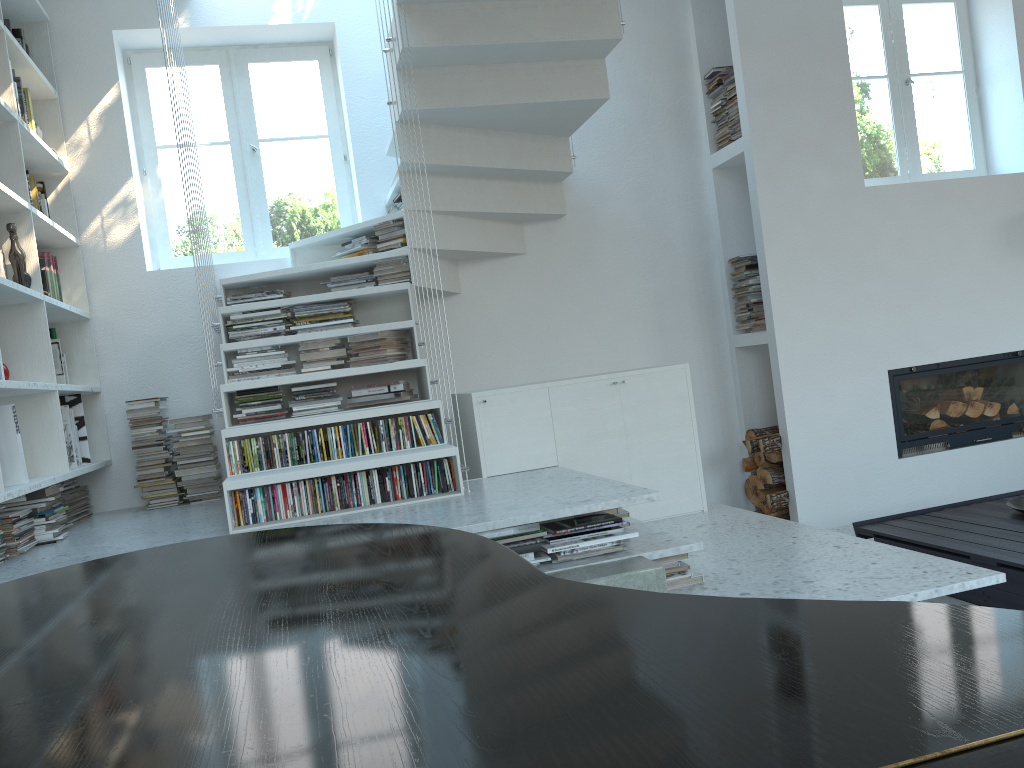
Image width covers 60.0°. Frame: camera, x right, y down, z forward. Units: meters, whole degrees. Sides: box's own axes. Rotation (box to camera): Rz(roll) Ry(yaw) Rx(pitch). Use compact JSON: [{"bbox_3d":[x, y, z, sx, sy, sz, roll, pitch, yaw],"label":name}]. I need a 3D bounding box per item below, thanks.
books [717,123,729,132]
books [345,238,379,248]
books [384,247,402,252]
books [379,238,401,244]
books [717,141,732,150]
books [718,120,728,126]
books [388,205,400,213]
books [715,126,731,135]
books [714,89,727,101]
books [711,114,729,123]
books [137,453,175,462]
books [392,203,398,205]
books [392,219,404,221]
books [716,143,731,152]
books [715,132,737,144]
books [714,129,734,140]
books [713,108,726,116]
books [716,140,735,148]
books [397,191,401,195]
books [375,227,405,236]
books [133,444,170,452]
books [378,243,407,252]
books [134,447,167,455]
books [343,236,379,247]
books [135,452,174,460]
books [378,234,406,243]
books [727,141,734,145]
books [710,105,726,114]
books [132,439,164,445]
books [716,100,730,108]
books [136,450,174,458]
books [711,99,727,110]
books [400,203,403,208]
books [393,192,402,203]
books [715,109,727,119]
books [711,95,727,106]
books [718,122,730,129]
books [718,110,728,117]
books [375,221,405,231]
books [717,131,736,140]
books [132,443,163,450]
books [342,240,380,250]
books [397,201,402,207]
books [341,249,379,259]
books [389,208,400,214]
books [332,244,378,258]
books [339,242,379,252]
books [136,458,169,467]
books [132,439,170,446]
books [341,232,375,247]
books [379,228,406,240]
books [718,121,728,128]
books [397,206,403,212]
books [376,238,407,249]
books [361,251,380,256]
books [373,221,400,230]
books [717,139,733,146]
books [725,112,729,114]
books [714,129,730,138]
[{"bbox_3d":[1.323,-1.485,5.123,0.245,0.016,0.137,-8,1,-17],"label":"books"},{"bbox_3d":[-0.729,-0.719,4.535,0.173,0.014,0.196,-8,1,-44],"label":"books"},{"bbox_3d":[-0.524,-0.656,4.374,0.140,0.013,0.180,-7,1,39],"label":"books"},{"bbox_3d":[-0.531,-0.699,4.374,0.133,0.009,0.209,-7,1,40],"label":"books"},{"bbox_3d":[1.339,-1.384,5.118,0.273,0.006,0.158,-8,1,-16],"label":"books"},{"bbox_3d":[1.320,-1.517,5.121,0.223,0.011,0.135,-8,1,-19],"label":"books"},{"bbox_3d":[-0.521,-0.939,4.736,0.264,0.019,0.170,-8,1,-15],"label":"books"},{"bbox_3d":[1.329,-1.469,5.112,0.264,0.019,0.170,-8,1,-15],"label":"books"},{"bbox_3d":[1.298,-1.677,5.126,0.220,0.018,0.154,-8,1,-10],"label":"books"},{"bbox_3d":[1.316,-1.541,5.121,0.297,0.007,0.147,-8,1,-13],"label":"books"},{"bbox_3d":[-1.750,0.361,4.357,0.161,0.010,0.224,-8,1,-18],"label":"books"},{"bbox_3d":[-0.526,-0.963,4.739,0.201,0.029,0.162,-8,1,-24],"label":"books"},{"bbox_3d":[-0.534,-0.794,4.364,0.160,0.014,0.226,-7,1,39],"label":"books"},{"bbox_3d":[1.342,-1.367,5.114,0.290,0.013,0.157,-8,1,-18],"label":"books"},{"bbox_3d":[1.336,-1.422,5.107,0.274,0.014,0.174,-8,1,-16],"label":"books"},{"bbox_3d":[1.331,-1.446,5.115,0.282,0.010,0.169,-8,1,-14],"label":"books"},{"bbox_3d":[1.315,-1.581,5.113,0.249,0.006,0.189,-8,1,-17],"label":"books"},{"bbox_3d":[1.337,-1.390,5.124,0.290,0.007,0.130,-8,1,-19],"label":"books"},{"bbox_3d":[-0.450,-0.963,4.479,0.253,0.015,0.159,-8,1,-18],"label":"books"},{"bbox_3d":[-0.542,-0.749,4.376,0.135,0.017,0.250,-7,1,36],"label":"books"},{"bbox_3d":[-1.769,0.313,4.352,0.151,0.007,0.184,-8,1,-14],"label":"books"},{"bbox_3d":[-0.526,-0.670,4.373,0.142,0.015,0.247,-7,1,34],"label":"books"},{"bbox_3d":[-1.773,0.324,4.351,0.134,0.014,0.187,-8,1,-16],"label":"books"},{"bbox_3d":[-0.724,-0.729,4.540,0.156,0.005,0.268,-8,1,-44],"label":"books"},{"bbox_3d":[-1.756,0.352,4.355,0.159,0.010,0.196,-8,1,-16],"label":"books"},{"bbox_3d":[-0.517,-0.710,4.362,0.163,0.010,0.256,-7,1,31],"label":"books"},{"bbox_3d":[1.343,-1.378,5.106,0.250,0.009,0.187,-8,1,-15],"label":"books"},{"bbox_3d":[1.306,-1.595,5.139,0.292,0.013,0.127,-8,1,-18],"label":"books"},{"bbox_3d":[-1.784,0.282,4.349,0.115,0.008,0.187,-8,1,-10],"label":"books"},{"bbox_3d":[1.309,-1.611,5.116,0.238,0.018,0.173,-8,1,-9],"label":"books"},{"bbox_3d":[-1.750,0.343,4.357,0.166,0.007,0.215,-8,1,-18],"label":"books"},{"bbox_3d":[1.301,-1.627,5.143,0.265,0.016,0.138,-8,1,-14],"label":"books"},{"bbox_3d":[-0.440,-0.914,4.472,0.220,0.014,0.162,-8,1,-24],"label":"books"},{"bbox_3d":[-0.447,-0.948,4.476,0.280,0.014,0.170,-8,1,-19],"label":"books"},{"bbox_3d":[1.313,-1.572,5.123,0.220,0.011,0.177,-8,1,-15],"label":"books"},{"bbox_3d":[1.303,-1.644,5.125,0.267,0.017,0.155,-8,1,-10],"label":"books"},{"bbox_3d":[1.322,-1.499,5.123,0.223,0.011,0.135,-8,1,-18],"label":"books"},{"bbox_3d":[1.318,-1.558,5.103,0.233,0.015,0.169,-8,1,-9],"label":"books"},{"bbox_3d":[-0.519,-0.767,4.357,0.175,0.012,0.283,-7,1,31],"label":"books"},{"bbox_3d":[1.332,-1.435,5.117,0.254,0.012,0.161,-8,1,-15],"label":"books"},{"bbox_3d":[-1.786,0.304,4.348,0.115,0.015,0.187,-8,1,-13],"label":"books"},{"bbox_3d":[-0.731,-0.705,4.531,0.175,0.012,0.265,-8,1,-42],"label":"books"},{"bbox_3d":[-0.454,-0.924,4.509,0.251,0.009,0.097,-8,1,-20],"label":"books"},{"bbox_3d":[-0.732,-0.662,4.526,0.216,0.008,0.184,-7,1,41],"label":"books"},{"bbox_3d":[-0.521,-0.921,4.742,0.265,0.017,0.175,-8,1,-19],"label":"books"},{"bbox_3d":[-0.748,-0.678,4.513,0.226,0.013,0.284,-8,1,-41],"label":"books"},{"bbox_3d":[-0.736,-0.692,4.525,0.230,0.013,0.184,-7,1,41],"label":"books"},{"bbox_3d":[-1.762,0.379,4.354,0.128,0.022,0.258,-8,1,-18],"label":"books"},{"bbox_3d":[-1.766,0.286,4.353,0.155,0.005,0.223,-8,1,-12],"label":"books"},{"bbox_3d":[-0.725,-0.738,4.540,0.156,0.014,0.300,-8,1,-44],"label":"books"},{"bbox_3d":[-0.514,-0.730,4.358,0.191,0.028,0.212,-7,1,38],"label":"books"},{"bbox_3d":[1.320,-1.508,5.126,0.219,0.008,0.132,-8,1,-11],"label":"books"},{"bbox_3d":[-0.435,-0.884,4.468,0.263,0.016,0.181,-8,1,-21],"label":"books"},{"bbox_3d":[-0.516,-0.688,4.364,0.181,0.017,0.249,-7,1,36],"label":"books"},{"bbox_3d":[-0.712,-0.652,4.544,0.132,0.019,0.216,-8,1,-39],"label":"books"},{"bbox_3d":[-0.547,-0.777,4.376,0.129,0.016,0.260,-7,1,37],"label":"books"},{"bbox_3d":[1.335,-1.399,5.127,0.264,0.012,0.143,-8,1,-15],"label":"books"},{"bbox_3d":[1.317,-1.548,5.112,0.254,0.005,0.161,-8,1,-12],"label":"books"},{"bbox_3d":[1.329,-1.455,5.116,0.290,0.008,0.147,-8,1,-10],"label":"books"}]
